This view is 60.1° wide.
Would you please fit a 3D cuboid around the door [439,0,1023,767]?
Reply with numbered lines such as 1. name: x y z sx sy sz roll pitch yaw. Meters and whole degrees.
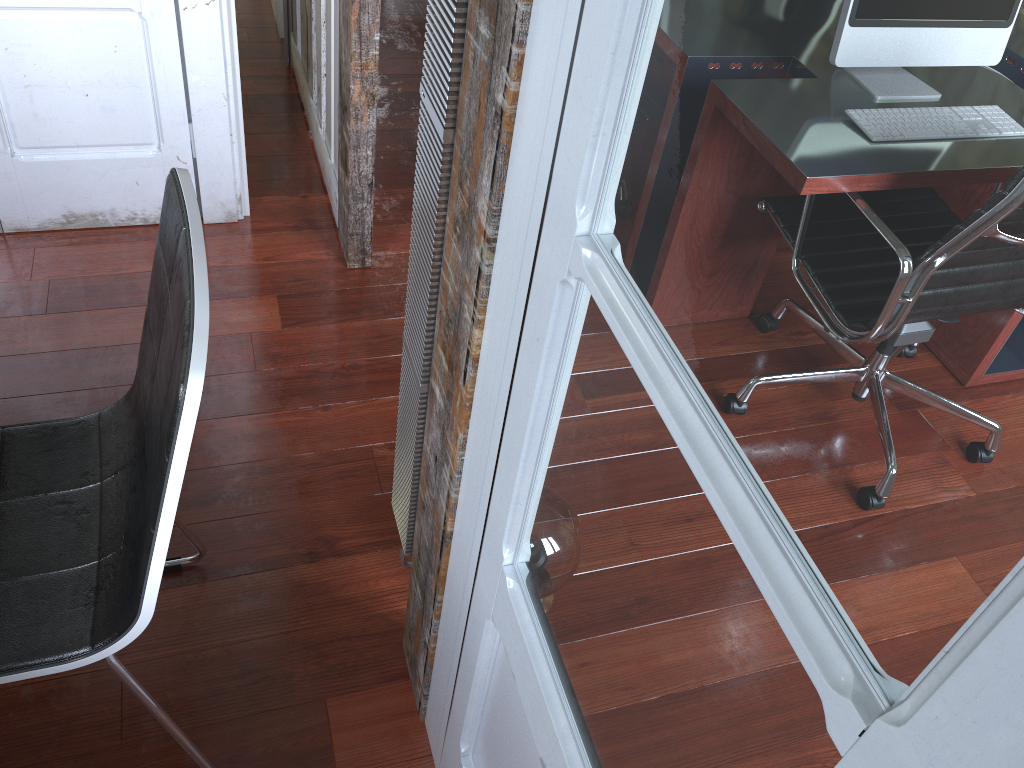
1. door: 0.198 0.275 0.431 0.041 2.123 1.190 -6 45 -18

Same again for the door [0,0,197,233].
1. door: -1.256 -1.199 1.731 1.059 2.121 0.042 -7 45 -18

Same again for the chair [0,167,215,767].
1. chair: -0.701 0.213 1.235 0.602 0.894 0.487 -7 45 -18
